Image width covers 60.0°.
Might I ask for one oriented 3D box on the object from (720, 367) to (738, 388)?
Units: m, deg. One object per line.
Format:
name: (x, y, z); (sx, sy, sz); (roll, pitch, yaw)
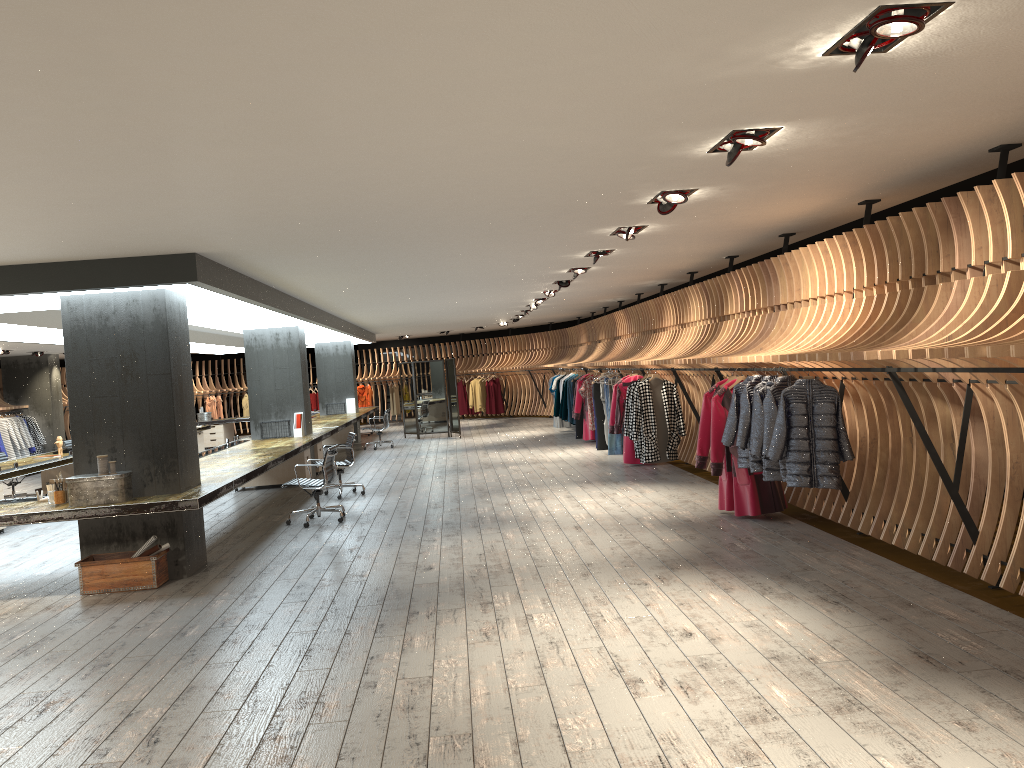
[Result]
object: (2.168, -0.029, 8.674); (0.525, 0.270, 0.012); (-4, 0, 26)

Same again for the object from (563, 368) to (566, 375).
object: (1.291, -0.241, 21.276); (0.525, 0.270, 0.012); (-4, 0, 1)

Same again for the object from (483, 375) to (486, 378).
object: (-0.854, -0.212, 27.287); (0.012, 0.270, 0.525); (-4, 1, 36)

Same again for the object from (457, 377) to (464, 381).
object: (-1.704, -0.158, 27.982); (0.525, 0.270, 0.012); (-4, 0, -4)

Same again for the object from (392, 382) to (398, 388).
object: (-3.806, -0.016, 28.944); (0.012, 0.270, 0.525); (-4, 1, 16)

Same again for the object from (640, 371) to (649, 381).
object: (1.909, -0.091, 12.421); (0.525, 0.270, 0.012); (-4, 0, 16)

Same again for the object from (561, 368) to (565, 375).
object: (1.257, -0.234, 21.381); (0.523, 0.288, 0.015); (-4, 0, 6)

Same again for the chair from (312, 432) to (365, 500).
chair: (-2.448, 1.132, 12.303); (0.668, 0.859, 0.693); (-5, 1, -28)

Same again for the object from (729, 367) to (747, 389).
object: (2.194, -0.015, 8.402); (0.523, 0.291, 0.015); (-4, 0, 6)

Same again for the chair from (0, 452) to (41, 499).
chair: (-8.013, 1.517, 14.308); (0.668, 0.859, 0.693); (-5, 1, -13)

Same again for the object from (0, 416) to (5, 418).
object: (-11.808, 0.805, 20.529); (0.518, 0.313, 0.012); (-4, 0, -4)

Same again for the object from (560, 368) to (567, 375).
object: (1.268, -0.253, 21.823); (0.525, 0.270, 0.012); (-5, 0, -19)

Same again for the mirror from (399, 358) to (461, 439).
mirror: (-1.981, 0.370, 21.537); (2.110, 1.892, 0.443); (-4, 1, 37)

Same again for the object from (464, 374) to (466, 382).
object: (-1.483, -0.172, 27.832); (0.012, 0.270, 0.525); (-4, 1, -9)

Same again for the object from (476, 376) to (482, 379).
object: (-1.008, -0.204, 27.447); (0.525, 0.270, 0.012); (-4, 0, -4)

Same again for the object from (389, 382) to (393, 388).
object: (-3.937, -0.006, 28.952); (0.012, 0.270, 0.525); (-4, 1, 11)

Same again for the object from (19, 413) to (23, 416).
object: (-11.880, 0.797, 21.513); (0.518, 0.313, 0.012); (-4, 0, -4)

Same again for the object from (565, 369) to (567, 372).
object: (1.321, -0.236, 21.191); (0.523, 0.290, 0.013); (-5, 0, -9)

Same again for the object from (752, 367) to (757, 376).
object: (2.202, -0.042, 7.992); (0.010, 0.226, 0.440); (-5, 1, -44)

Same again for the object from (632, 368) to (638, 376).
object: (1.827, -0.100, 13.155); (0.525, 0.270, 0.012); (-4, 0, 26)

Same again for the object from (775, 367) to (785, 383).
object: (2.236, -0.025, 7.303); (0.440, 0.226, 0.010); (-4, 0, 21)

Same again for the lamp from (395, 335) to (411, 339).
lamp: (-3.335, -1.528, 27.411); (0.492, 0.292, 0.269); (-4, 1, 29)

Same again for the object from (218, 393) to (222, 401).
object: (-9.225, 0.423, 27.889); (0.012, 0.270, 0.525); (-5, 1, -39)

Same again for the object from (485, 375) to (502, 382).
object: (-0.565, -0.225, 27.011); (0.525, 0.270, 0.012); (-4, 0, -4)

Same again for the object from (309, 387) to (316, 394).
object: (-6.590, 0.194, 29.019); (0.525, 0.270, 0.012); (-3, 1, 41)

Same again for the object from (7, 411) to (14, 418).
object: (-11.837, 0.797, 20.969); (0.518, 0.313, 0.012); (-4, 0, -4)

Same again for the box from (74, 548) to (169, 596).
box: (-3.293, 1.595, 7.528); (0.665, 0.282, 0.341); (-4, 1, -4)

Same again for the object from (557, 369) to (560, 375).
object: (1.217, -0.259, 22.275); (0.525, 0.270, 0.012); (-4, 0, 11)

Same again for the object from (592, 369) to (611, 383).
object: (1.653, -0.151, 15.960); (0.525, 0.270, 0.012); (-4, 1, 36)

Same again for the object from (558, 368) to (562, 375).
object: (1.236, -0.254, 21.995); (0.525, 0.270, 0.012); (-4, 0, 11)

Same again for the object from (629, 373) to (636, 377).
object: (1.840, -0.108, 13.479); (0.525, 0.270, 0.012); (-4, 0, 16)

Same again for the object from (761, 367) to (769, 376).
object: (2.220, -0.038, 7.756); (0.440, 0.226, 0.010); (-5, 0, -14)

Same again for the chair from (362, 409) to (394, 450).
chair: (-2.994, 1.009, 19.706); (0.668, 0.859, 0.693); (-5, 1, -8)

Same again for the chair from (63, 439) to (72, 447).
chair: (-8.159, 1.470, 16.950); (0.668, 0.859, 0.693); (-5, 1, -8)

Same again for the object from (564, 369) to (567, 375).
object: (1.311, -0.239, 20.971); (0.525, 0.270, 0.012); (-5, 0, -19)

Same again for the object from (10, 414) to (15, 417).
object: (-11.911, 0.779, 21.164); (0.525, 0.270, 0.012); (-4, 0, -4)

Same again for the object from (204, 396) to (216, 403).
object: (-9.458, 0.444, 27.731); (0.525, 0.270, 0.012); (-4, 1, 31)

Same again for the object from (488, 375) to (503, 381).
object: (-0.502, -0.228, 26.931); (0.525, 0.270, 0.012); (-5, 1, -29)

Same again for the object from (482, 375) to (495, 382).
object: (-0.678, -0.218, 27.124); (0.525, 0.270, 0.012); (-5, 1, -29)

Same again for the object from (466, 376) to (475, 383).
object: (-1.233, -0.187, 27.650); (0.525, 0.270, 0.012); (-5, 1, -39)

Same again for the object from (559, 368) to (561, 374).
object: (1.220, -0.256, 22.131); (0.525, 0.270, 0.012); (-5, 0, -14)

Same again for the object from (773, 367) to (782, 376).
object: (2.255, -0.028, 7.462); (0.438, 0.242, 0.016); (-4, 0, 21)

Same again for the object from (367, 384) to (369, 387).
object: (-4.720, 0.049, 29.092); (0.012, 0.270, 0.525); (-5, 1, -24)

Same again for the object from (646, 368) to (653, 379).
object: (1.903, -0.083, 12.094); (0.525, 0.270, 0.012); (-4, 0, -4)

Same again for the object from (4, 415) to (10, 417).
object: (-11.825, 0.800, 20.790); (0.518, 0.313, 0.012); (-4, 0, -4)

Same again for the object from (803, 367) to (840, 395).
object: (2.285, -0.018, 6.819); (0.440, 0.226, 0.010); (-4, 1, 36)

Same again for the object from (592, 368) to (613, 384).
object: (1.676, -0.148, 15.748); (0.525, 0.270, 0.012); (-4, 0, -4)

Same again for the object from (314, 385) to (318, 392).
object: (-6.426, 0.181, 29.043); (0.012, 0.270, 0.525); (-5, 1, -34)

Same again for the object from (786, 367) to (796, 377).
object: (2.275, -0.019, 7.185); (0.438, 0.244, 0.010); (-4, 0, -4)

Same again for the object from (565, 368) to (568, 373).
object: (1.319, -0.231, 21.086); (0.524, 0.285, 0.013); (-5, 0, -9)

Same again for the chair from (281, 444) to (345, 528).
chair: (-2.300, 1.166, 10.230); (0.668, 0.859, 0.693); (-5, 1, -8)

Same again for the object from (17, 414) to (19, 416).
object: (-11.864, 0.802, 21.326); (0.516, 0.316, 0.012); (-4, 0, -4)
